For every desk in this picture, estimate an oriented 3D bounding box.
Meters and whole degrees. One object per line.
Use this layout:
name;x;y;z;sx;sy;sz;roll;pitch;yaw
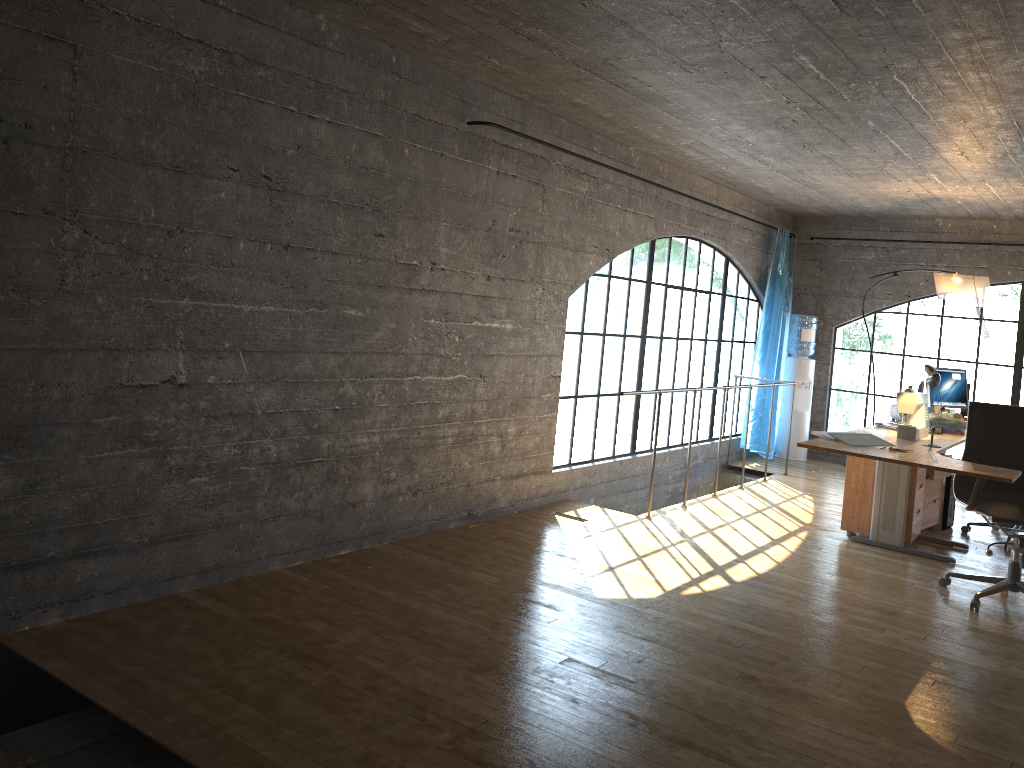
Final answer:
desk;3.058;0.738;5.449;1.644;0.738;3.501;9;6;36

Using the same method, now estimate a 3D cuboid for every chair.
chair;3.502;0.659;6.098;0.655;0.858;0.684;6;2;22
chair;2.669;0.641;4.574;0.653;1.015;0.685;6;1;5

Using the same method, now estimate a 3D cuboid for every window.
window;3.604;-0.163;7.714;6.939;1.869;3.199;5;4;-4

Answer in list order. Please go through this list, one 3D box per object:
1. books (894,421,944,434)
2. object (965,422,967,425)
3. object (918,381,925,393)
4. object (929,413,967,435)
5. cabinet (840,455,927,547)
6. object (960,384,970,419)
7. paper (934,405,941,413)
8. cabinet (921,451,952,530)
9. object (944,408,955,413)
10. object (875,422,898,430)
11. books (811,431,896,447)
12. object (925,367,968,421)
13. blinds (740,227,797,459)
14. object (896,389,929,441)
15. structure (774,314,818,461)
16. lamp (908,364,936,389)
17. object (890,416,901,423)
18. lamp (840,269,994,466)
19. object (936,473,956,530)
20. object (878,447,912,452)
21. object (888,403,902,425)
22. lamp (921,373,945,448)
books;2.610;0.272;5.719;0.259;0.054;0.292;4;5;-14
object;3.466;0.299;6.550;0.489;0.011;0.188;2;6;-30
object;3.141;0.111;6.798;0.085;0.277;0.085;5;0;-11
object;2.862;0.248;5.821;0.257;0.130;0.252;9;5;38
cabinet;2.437;0.731;5.772;0.428;0.572;0.424;7;2;33
object;3.603;0.134;7.037;0.085;0.277;0.084;6;0;38
paper;3.261;0.201;6.756;0.078;0.074;0.019;4;1;-29
cabinet;2.755;0.724;6.181;0.475;0.572;0.424;7;2;43
object;3.438;0.205;7.033;0.145;0.032;0.151;10;6;40
object;2.428;0.272;5.679;0.075;0.025;0.182;3;6;-25
books;1.838;0.289;4.771;0.306;0.044;0.319;4;5;-20
object;3.385;0.072;6.875;0.468;0.390;0.287;4;2;-29
blinds;2.632;-0.403;8.800;0.263;2.283;0.942;5;0;32
object;2.400;0.175;5.294;0.137;0.284;0.402;6;3;35
structure;2.936;0.024;9.086;0.325;1.476;0.328;5;0;-34
lamp;3.090;0.051;6.683;0.207;0.409;0.105;5;0;3
object;2.689;0.207;6.099;0.134;0.129;0.039;7;1;31
lamp;3.420;-0.215;9.651;0.386;1.928;6.261;5;5;0
object;2.956;0.798;6.442;0.483;0.411;0.199;8;2;40
object;1.985;0.339;4.563;0.143;0.013;0.127;10;7;38
object;2.629;0.206;6.007;0.098;0.135;0.155;5;3;-20
lamp;2.349;0.143;4.901;0.105;0.409;0.207;5;1;22
